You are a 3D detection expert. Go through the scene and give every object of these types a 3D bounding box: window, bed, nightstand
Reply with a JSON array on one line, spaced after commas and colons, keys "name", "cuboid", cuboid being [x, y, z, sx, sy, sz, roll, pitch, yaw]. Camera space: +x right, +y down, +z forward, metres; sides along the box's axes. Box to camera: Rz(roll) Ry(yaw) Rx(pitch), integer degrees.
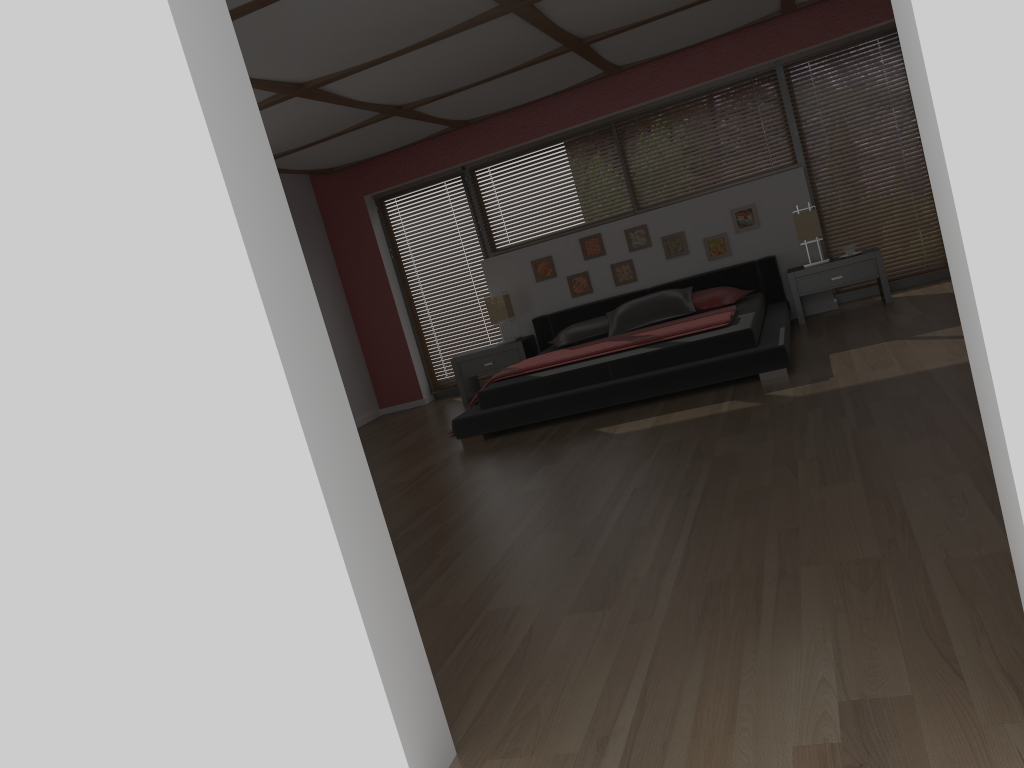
[{"name": "window", "cuboid": [1.021, -1.950, 7.968, 2.817, 0.786, 0.020, -13, 7, 20]}, {"name": "bed", "cuboid": [0.791, -0.301, 6.683, 2.469, 0.577, 2.413, -13, 7, 20]}, {"name": "window", "cuboid": [2.953, -1.854, 7.375, 0.889, 1.893, 0.020, -13, 7, 20]}, {"name": "nightstand", "cuboid": [2.603, -0.783, 7.075, 0.700, 0.423, 0.413, -13, 7, 20]}, {"name": "window", "cuboid": [-0.621, -1.008, 8.691, 0.889, 1.893, 0.020, -13, 7, 20]}, {"name": "nightstand", "cuboid": [-0.124, -0.138, 8.079, 0.700, 0.423, 0.413, -13, 7, 20]}]

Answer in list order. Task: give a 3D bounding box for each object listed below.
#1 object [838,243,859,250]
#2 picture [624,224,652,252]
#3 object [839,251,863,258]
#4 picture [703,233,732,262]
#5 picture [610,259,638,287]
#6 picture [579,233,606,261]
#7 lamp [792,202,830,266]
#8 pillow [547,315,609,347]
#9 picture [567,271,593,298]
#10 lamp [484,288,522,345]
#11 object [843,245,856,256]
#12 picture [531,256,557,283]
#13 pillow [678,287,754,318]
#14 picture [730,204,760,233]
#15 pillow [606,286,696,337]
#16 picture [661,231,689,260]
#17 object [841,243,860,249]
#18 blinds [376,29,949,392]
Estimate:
[{"name": "object", "cuboid": [2.628, -1.073, 6.928, 0.192, 0.007, 0.007, -17, 7, -11]}, {"name": "picture", "cuboid": [1.095, -1.268, 7.712, 0.200, 0.200, 0.010, -13, 7, 20]}, {"name": "object", "cuboid": [2.655, -1.010, 6.951, 0.179, 0.012, 0.179, -9, 10, 44]}, {"name": "picture", "cuboid": [1.742, -1.163, 7.529, 0.200, 0.200, 0.010, -13, 7, 20]}, {"name": "picture", "cuboid": [0.984, -0.979, 7.809, 0.200, 0.200, 0.010, -13, 7, 20]}, {"name": "picture", "cuboid": [0.711, -1.213, 7.845, 0.200, 0.200, 0.010, -13, 7, 20]}, {"name": "lamp", "cuboid": [2.381, -1.206, 7.098, 0.200, 0.480, 0.200, -13, 7, 20]}, {"name": "pillow", "cuboid": [0.673, -0.451, 7.400, 0.745, 0.172, 0.418, -16, 7, -5]}, {"name": "picture", "cuboid": [0.608, -0.890, 7.948, 0.200, 0.200, 0.010, -13, 7, 20]}, {"name": "lamp", "cuboid": [-0.091, -0.621, 8.008, 0.200, 0.480, 0.200, -13, 7, 20]}, {"name": "object", "cuboid": [2.647, -1.041, 6.947, 0.099, 0.069, 0.099, -9, 10, 44]}, {"name": "picture", "cuboid": [0.288, -1.040, 8.017, 0.200, 0.200, 0.010, -13, 7, 20]}, {"name": "pillow", "cuboid": [1.524, -0.660, 7.143, 0.745, 0.172, 0.418, -10, 9, 39]}, {"name": "picture", "cuboid": [1.949, -1.384, 7.416, 0.200, 0.200, 0.010, -13, 7, 20]}, {"name": "pillow", "cuboid": [1.103, -0.594, 7.141, 0.744, 0.241, 0.386, -14, 7, 15]}, {"name": "picture", "cuboid": [1.403, -1.192, 7.631, 0.200, 0.200, 0.010, -13, 7, 20]}, {"name": "object", "cuboid": [2.642, -1.079, 6.946, 0.192, 0.007, 0.007, -18, 7, -16]}, {"name": "blinds", "cuboid": [1.154, -1.383, 7.974, 4.840, 1.952, 0.032, -13, 7, 20]}]
